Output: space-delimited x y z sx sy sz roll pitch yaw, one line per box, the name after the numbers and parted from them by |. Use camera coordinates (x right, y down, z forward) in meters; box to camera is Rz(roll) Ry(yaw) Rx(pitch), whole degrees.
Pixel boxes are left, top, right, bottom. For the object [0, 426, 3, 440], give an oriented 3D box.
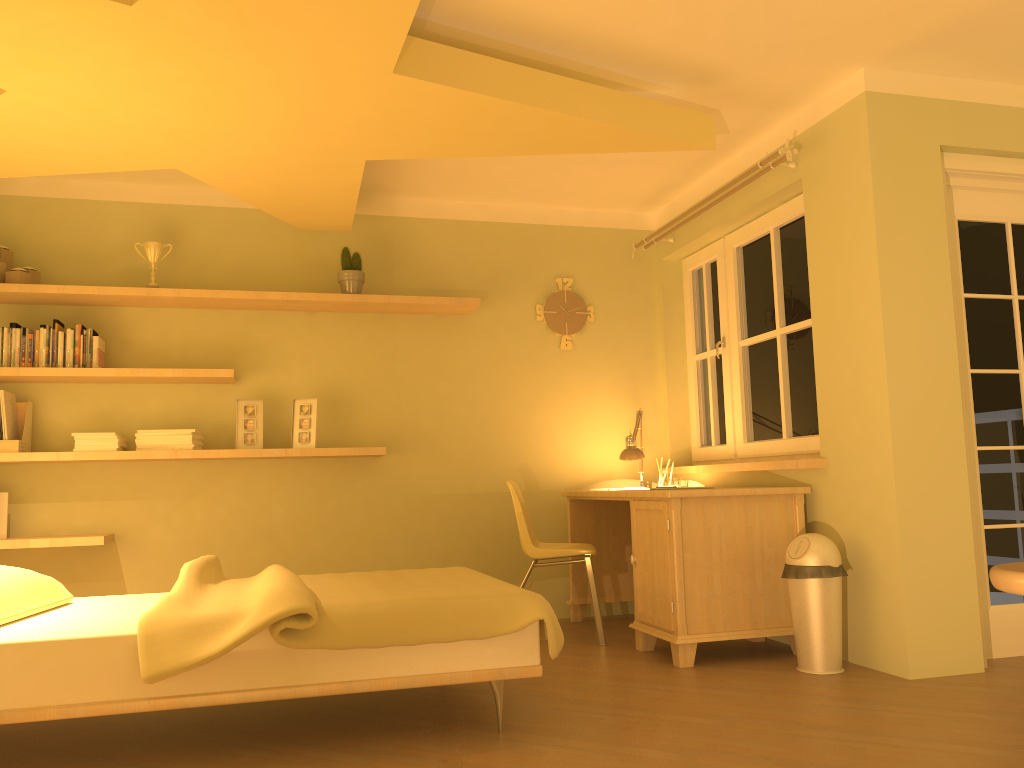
-2.479 0.207 4.239 0.087 0.259 0.236 0 -7 -16 | object

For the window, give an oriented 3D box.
1.262 -0.215 4.664 0.142 1.263 1.486 0 -7 -16 | window

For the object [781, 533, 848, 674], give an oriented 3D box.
1.218 0.869 3.554 0.255 0.535 0.248 -4 -7 19 | object

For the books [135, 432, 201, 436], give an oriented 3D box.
-1.725 0.258 4.460 0.270 0.015 0.190 -1 -6 -5 | books

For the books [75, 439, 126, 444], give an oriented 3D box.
-2.020 0.286 4.363 0.190 0.015 0.270 0 -7 -16 | books

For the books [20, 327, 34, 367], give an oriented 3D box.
-2.359 -0.162 4.319 0.032 0.203 0.157 0 -7 -16 | books

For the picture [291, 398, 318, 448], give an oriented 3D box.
-1.061 0.212 4.650 0.134 0.264 0.171 -3 -7 11 | picture

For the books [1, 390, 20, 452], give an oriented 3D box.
-2.407 0.187 4.262 0.043 0.296 0.210 0 -7 -16 | books

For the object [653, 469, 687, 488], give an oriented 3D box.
0.876 0.529 4.949 0.070 0.105 0.240 1 -7 -23 | object

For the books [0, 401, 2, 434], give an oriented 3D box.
-2.457 0.187 4.246 0.048 0.297 0.214 0 -7 -16 | books

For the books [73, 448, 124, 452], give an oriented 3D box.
-2.026 0.331 4.358 0.190 0.015 0.270 0 -7 -16 | books

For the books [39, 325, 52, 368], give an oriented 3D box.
-2.274 -0.169 4.339 0.038 0.217 0.166 0 -7 -16 | books

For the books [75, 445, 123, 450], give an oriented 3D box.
-2.027 0.316 4.360 0.190 0.015 0.270 1 -7 -19 | books

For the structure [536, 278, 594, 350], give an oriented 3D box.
0.319 -0.418 5.242 0.360 0.432 0.027 0 -7 -16 | structure

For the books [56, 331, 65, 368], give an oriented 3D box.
-2.202 -0.153 4.353 0.032 0.184 0.173 0 -7 -16 | books

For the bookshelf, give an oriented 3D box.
-1.448 0.161 4.537 2.605 1.240 0.300 0 -7 -16 | bookshelf

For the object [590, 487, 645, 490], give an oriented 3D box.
0.582 0.581 4.906 0.300 0.009 0.040 -3 -7 14 | object

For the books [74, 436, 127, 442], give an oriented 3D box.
-2.023 0.272 4.371 0.190 0.015 0.270 0 -7 -14 | books

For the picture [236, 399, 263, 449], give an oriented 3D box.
-1.364 0.216 4.609 0.134 0.264 0.171 0 -7 -16 | picture

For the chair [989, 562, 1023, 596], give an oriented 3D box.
1.234 0.673 1.898 0.364 0.551 0.348 -1 -6 -4 | chair

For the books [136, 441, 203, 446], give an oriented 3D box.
-1.710 0.301 4.437 0.270 0.015 0.190 -1 -6 -4 | books

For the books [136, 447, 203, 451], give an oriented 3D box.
-1.713 0.332 4.442 0.270 0.015 0.190 -1 -6 -5 | books

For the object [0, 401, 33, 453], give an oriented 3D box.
-2.386 0.207 4.265 0.087 0.259 0.236 0 -7 -16 | object

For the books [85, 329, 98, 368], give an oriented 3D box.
-2.083 -0.161 4.396 0.032 0.203 0.157 0 -7 -16 | books

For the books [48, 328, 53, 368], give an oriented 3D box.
-2.249 -0.161 4.351 0.017 0.203 0.155 0 -7 -16 | books

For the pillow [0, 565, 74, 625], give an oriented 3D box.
-1.772 0.670 2.791 0.482 0.213 0.801 -1 -7 -6 | pillow

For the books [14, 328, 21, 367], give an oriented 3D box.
-2.386 -0.159 4.311 0.022 0.198 0.157 0 -7 -16 | books

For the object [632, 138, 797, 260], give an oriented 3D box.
1.033 -0.897 4.600 0.190 0.113 1.708 0 -7 -16 | object

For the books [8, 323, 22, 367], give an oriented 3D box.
-2.414 -0.174 4.314 0.032 0.229 0.138 0 -7 -16 | books

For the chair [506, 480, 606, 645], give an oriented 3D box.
0.181 0.878 4.490 0.546 0.785 0.531 -2 -6 4 | chair

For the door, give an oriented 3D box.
2.212 0.134 3.815 0.884 2.033 0.098 0 -7 -16 | door

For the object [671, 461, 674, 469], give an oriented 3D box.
0.893 0.504 4.975 0.010 0.138 0.043 4 -9 -41 | object

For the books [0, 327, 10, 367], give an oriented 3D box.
-2.446 -0.162 4.294 0.040 0.203 0.157 0 -7 -16 | books

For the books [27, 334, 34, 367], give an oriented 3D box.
-2.333 -0.146 4.324 0.021 0.172 0.157 0 -7 -16 | books

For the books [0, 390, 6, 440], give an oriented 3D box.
-2.414 0.187 4.255 0.036 0.296 0.210 0 -7 -16 | books

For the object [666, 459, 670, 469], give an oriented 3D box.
0.870 0.502 5.029 0.073 0.155 0.008 -7 -8 39 | object

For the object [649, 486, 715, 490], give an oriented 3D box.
0.810 0.499 4.243 0.300 0.010 0.210 -3 -7 9 | object

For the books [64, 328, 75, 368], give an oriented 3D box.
-2.170 -0.161 4.371 0.040 0.203 0.157 0 -7 -16 | books

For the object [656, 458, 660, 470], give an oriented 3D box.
0.841 0.499 5.043 0.053 0.162 0.009 4 -8 -40 | object

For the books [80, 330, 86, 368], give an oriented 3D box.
-2.109 -0.158 4.388 0.022 0.198 0.157 0 -7 -16 | books

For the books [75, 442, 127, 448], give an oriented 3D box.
-2.020 0.301 4.367 0.190 0.015 0.270 0 -7 -15 | books

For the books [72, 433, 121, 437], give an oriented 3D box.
-2.036 0.255 4.355 0.190 0.015 0.270 1 -7 -18 | books

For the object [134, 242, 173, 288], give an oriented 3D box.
-1.835 -0.588 4.534 0.095 0.268 0.160 -8 -9 44 | object

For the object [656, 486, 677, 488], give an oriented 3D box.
0.738 0.494 4.244 0.008 0.009 0.166 1 -7 -24 | object

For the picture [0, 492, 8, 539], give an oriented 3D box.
-2.511 0.623 4.170 0.247 0.219 0.131 3 -8 -38 | picture

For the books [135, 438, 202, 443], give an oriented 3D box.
-1.716 0.286 4.439 0.270 0.015 0.190 -1 -6 -5 | books

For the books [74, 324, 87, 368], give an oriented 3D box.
-2.138 -0.172 4.391 0.032 0.229 0.138 0 -7 -16 | books

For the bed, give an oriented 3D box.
-1.099 0.686 2.966 2.378 0.894 1.286 0 -7 -16 | bed

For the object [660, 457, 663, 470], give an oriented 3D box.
0.849 0.501 5.058 0.034 0.165 0.009 1 -7 -23 | object

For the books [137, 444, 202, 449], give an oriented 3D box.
-1.713 0.317 4.443 0.270 0.015 0.190 -1 -7 -8 | books

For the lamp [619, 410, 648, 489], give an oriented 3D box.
0.678 0.361 4.979 0.140 0.455 0.484 -3 -7 9 | lamp

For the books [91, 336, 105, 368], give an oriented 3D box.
-2.050 -0.142 4.392 0.032 0.163 0.178 0 -7 -16 | books

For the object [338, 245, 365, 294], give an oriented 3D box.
-0.863 -0.603 4.763 0.145 0.294 0.145 3 -8 -34 | object

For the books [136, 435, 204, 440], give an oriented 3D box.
-1.709 0.271 4.443 0.270 0.015 0.190 -1 -6 -3 | books

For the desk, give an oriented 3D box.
0.796 0.884 4.395 0.684 0.720 1.396 0 -7 -16 | desk

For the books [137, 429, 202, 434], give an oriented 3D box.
-1.715 0.242 4.452 0.270 0.015 0.190 0 -7 -10 | books

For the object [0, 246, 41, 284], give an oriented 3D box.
-2.509 -0.574 4.320 0.349 0.229 0.234 0 -7 -15 | object

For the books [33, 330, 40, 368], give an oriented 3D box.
-2.310 -0.156 4.338 0.032 0.193 0.146 0 -7 -16 | books

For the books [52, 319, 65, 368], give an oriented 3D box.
-2.231 -0.183 4.357 0.021 0.247 0.157 0 -7 -16 | books
